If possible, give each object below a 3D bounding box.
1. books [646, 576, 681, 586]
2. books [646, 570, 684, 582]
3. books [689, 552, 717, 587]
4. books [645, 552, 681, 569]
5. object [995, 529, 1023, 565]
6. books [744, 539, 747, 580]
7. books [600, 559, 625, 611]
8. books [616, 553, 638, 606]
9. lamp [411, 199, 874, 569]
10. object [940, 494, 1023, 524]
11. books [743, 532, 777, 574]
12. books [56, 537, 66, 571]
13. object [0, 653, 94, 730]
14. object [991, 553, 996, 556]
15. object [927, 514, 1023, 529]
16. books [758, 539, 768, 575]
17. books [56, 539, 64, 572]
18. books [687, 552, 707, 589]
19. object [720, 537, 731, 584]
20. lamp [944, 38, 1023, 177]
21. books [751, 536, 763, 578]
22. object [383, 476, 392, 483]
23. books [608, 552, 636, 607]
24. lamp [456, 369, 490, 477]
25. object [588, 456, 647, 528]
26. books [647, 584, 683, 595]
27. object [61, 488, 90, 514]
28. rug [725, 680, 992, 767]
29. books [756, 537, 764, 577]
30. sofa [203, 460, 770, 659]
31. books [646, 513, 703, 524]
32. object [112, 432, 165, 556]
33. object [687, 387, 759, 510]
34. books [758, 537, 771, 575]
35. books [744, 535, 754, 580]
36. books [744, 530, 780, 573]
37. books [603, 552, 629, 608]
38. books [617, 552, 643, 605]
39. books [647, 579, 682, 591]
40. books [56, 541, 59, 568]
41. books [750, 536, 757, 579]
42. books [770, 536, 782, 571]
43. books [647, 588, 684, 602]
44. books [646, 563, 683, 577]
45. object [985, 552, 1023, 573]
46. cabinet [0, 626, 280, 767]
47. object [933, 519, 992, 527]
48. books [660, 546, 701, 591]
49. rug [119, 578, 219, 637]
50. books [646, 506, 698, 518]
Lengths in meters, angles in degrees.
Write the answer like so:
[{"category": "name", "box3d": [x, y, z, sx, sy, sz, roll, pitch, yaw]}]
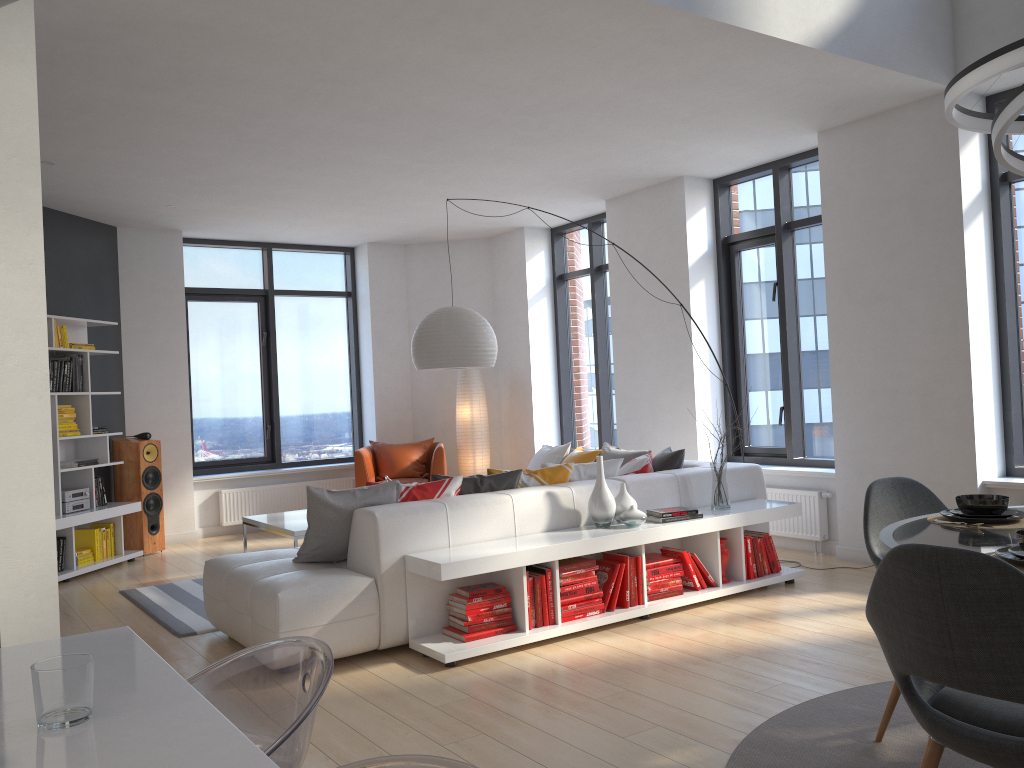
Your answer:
[{"category": "books", "box3d": [0.815, 1.112, 5.066, 0.236, 0.023, 0.178, -2, -1, -34]}, {"category": "books", "box3d": [0.819, 1.087, 5.075, 0.261, 0.027, 0.191, -2, -1, -30]}, {"category": "books", "box3d": [1.073, 1.088, 5.231, 0.186, 0.223, 0.188, -2, -1, -34]}, {"category": "books", "box3d": [0.785, 1.020, 5.105, 0.301, 0.032, 0.227, -2, -1, -34]}, {"category": "object", "box3d": [1.363, 0.413, 2.235, 0.258, 0.074, 0.258, -3, -1, 36]}, {"category": "books", "box3d": [1.359, 1.060, 5.402, 0.026, 0.250, 0.168, -2, -1, -35]}, {"category": "books", "box3d": [0.522, 1.096, 4.848, 0.115, 0.245, 0.192, -2, -1, -34]}, {"category": "books", "box3d": [0.627, 1.084, 4.928, 0.028, 0.266, 0.188, -2, -1, -34]}, {"category": "lamp", "box3d": [0.912, -0.029, 6.168, 3.199, 2.647, 0.710, -3, -1, 2]}, {"category": "object", "box3d": [1.559, 0.412, 2.936, 0.258, 0.074, 0.258, -3, -1, 36]}, {"category": "books", "box3d": [1.539, 1.055, 5.548, 0.119, 0.249, 0.187, -2, -1, -34]}, {"category": "books", "box3d": [-3.539, 1.310, 6.834, 0.197, 0.260, 0.066, -3, -1, 11]}, {"category": "object", "box3d": [-0.627, 0.326, 1.085, 0.148, 0.267, 0.323, -3, -1, 21]}, {"category": "object", "box3d": [1.362, 0.443, 2.226, 0.206, 0.015, 0.309, -2, -1, -30]}, {"category": "object", "box3d": [1.567, 0.450, 2.926, 0.360, 0.002, 0.360, -3, -1, 8]}, {"category": "books", "box3d": [1.493, 1.065, 5.504, 0.081, 0.230, 0.165, -2, -1, -34]}, {"category": "books", "box3d": [-3.545, 1.314, 6.800, 0.191, 0.249, 0.084, -3, -1, 11]}, {"category": "books", "box3d": [1.026, 1.084, 5.200, 0.148, 0.232, 0.171, -2, -1, -33]}, {"category": "object", "box3d": [1.247, 1.061, 5.337, 0.125, 0.258, 0.125, -3, -1, 33]}, {"category": "lamp", "box3d": [1.662, -2.882, 2.490, 1.000, 4.513, 1.000, -2, -1, -32]}, {"category": "books", "box3d": [1.437, 1.057, 5.472, 0.076, 0.252, 0.199, -2, -1, -34]}, {"category": "object", "box3d": [-0.994, 0.813, 6.515, 0.330, 0.265, 0.330, -3, -1, -10]}, {"category": "books", "box3d": [0.596, 1.082, 4.919, 0.038, 0.270, 0.215, -2, -1, -34]}, {"category": "lamp", "box3d": [-0.218, 0.611, 9.283, 0.804, 1.550, 0.502, -3, -1, 16]}, {"category": "object", "box3d": [0.574, 0.599, 5.007, 0.316, 0.398, 0.319, -3, -1, -10]}, {"category": "books", "box3d": [0.810, 1.161, 5.062, 0.266, 0.026, 0.187, -2, -1, -29]}, {"category": "object", "box3d": [-3.580, 0.936, 7.092, 0.270, 0.174, 0.285, -3, -1, 11]}, {"category": "rug", "box3d": [1.858, 1.201, 2.446, 2.499, 0.010, 2.499, -3, -1, 29]}, {"category": "books", "box3d": [1.467, 1.059, 5.480, 0.066, 0.247, 0.175, -2, -1, -34]}, {"category": "sofa", "box3d": [-0.397, 0.991, 6.055, 3.424, 0.732, 2.614, -2, -1, -34]}, {"category": "books", "box3d": [0.915, 0.770, 5.163, 0.300, 0.026, 0.245, -2, -1, -29]}, {"category": "object", "box3d": [-3.374, 0.979, 7.936, 0.434, 1.088, 0.290, -3, -1, 26]}, {"category": "object", "box3d": [1.318, 0.395, 5.426, 0.406, 0.744, 0.607, -3, -1, 6]}, {"category": "books", "box3d": [1.511, 1.063, 5.520, 0.083, 0.233, 0.178, -2, -1, -34]}, {"category": "books", "box3d": [1.384, 1.050, 5.429, 0.050, 0.268, 0.198, -2, -1, -34]}, {"category": "books", "box3d": [1.565, 1.050, 5.570, 0.116, 0.255, 0.198, -2, -1, -34]}, {"category": "books", "box3d": [0.574, 1.078, 4.884, 0.046, 0.282, 0.199, -2, -1, -34]}, {"category": "books", "box3d": [0.658, 1.080, 4.931, 0.028, 0.269, 0.181, -2, -1, -35]}, {"category": "books", "box3d": [0.813, 1.136, 5.074, 0.257, 0.025, 0.182, -2, -1, -34]}, {"category": "books", "box3d": [-3.547, 1.319, 6.763, 0.179, 0.243, 0.068, -3, -1, 9]}, {"category": "books", "box3d": [1.412, 1.054, 5.445, 0.056, 0.262, 0.185, -2, -1, -34]}, {"category": "books", "box3d": [1.592, 1.062, 5.590, 0.103, 0.230, 0.173, -2, -1, -34]}, {"category": "books", "box3d": [0.814, 1.191, 5.074, 0.259, 0.034, 0.206, -2, -1, -31]}, {"category": "books", "box3d": [0.806, 1.054, 5.088, 0.279, 0.039, 0.206, -2, -1, -35]}, {"category": "object", "box3d": [1.357, 0.451, 2.231, 0.360, 0.002, 0.360, -3, -1, 30]}, {"category": "cabinet", "box3d": [-1.350, 0.086, 0.457, 2.402, 2.501, 4.694, -2, -1, -34]}, {"category": "object", "box3d": [1.559, 0.442, 2.921, 0.309, 0.015, 0.206, -2, -1, -30]}, {"category": "books", "box3d": [0.983, 1.077, 5.179, 0.134, 0.248, 0.192, -2, -1, -34]}, {"category": "rug", "box3d": [-1.371, 1.400, 6.272, 2.326, 0.016, 1.662, -2, -1, -34]}, {"category": "books", "box3d": [0.927, 0.743, 5.143, 0.238, 0.027, 0.188, -3, -1, -21]}]
